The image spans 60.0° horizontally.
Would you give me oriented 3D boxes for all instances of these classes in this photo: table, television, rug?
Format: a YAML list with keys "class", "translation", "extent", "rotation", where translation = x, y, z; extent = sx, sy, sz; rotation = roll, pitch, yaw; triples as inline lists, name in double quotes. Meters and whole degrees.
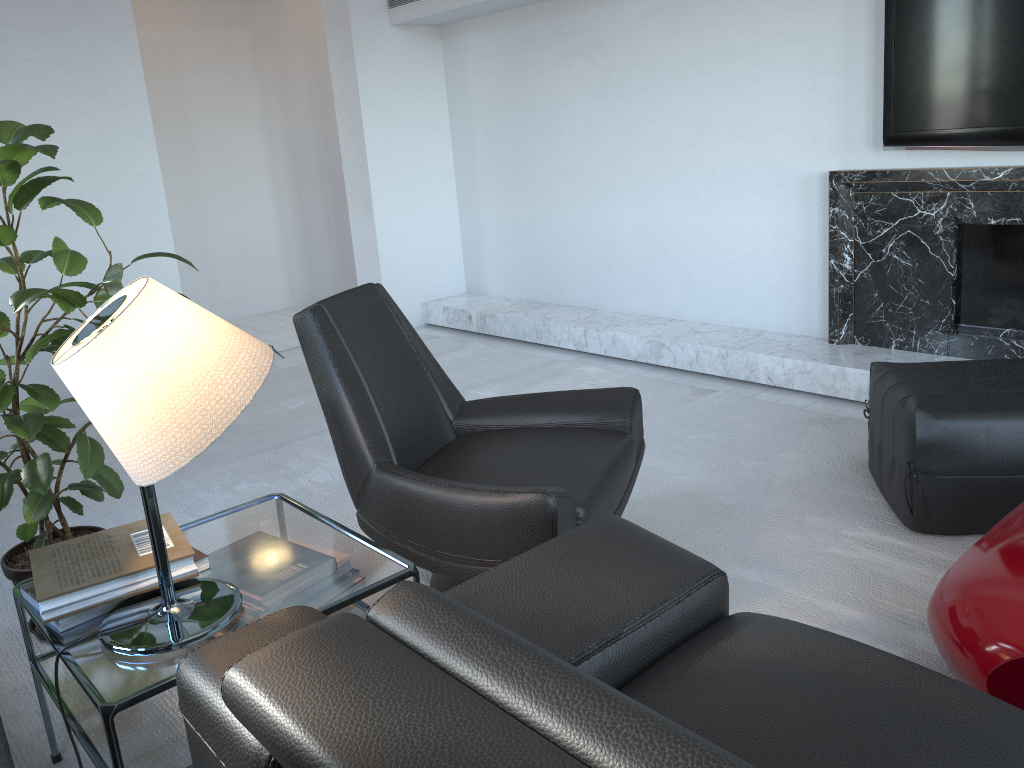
- class: "table"
  translation: [-0.572, 0.572, 1.784]
  extent: [0.596, 0.406, 0.595]
  rotation: [-18, 20, -38]
- class: "television"
  translation: [1.891, -1.205, 3.103]
  extent: [0.129, 0.745, 1.163]
  rotation: [-16, 19, -38]
- class: "table"
  translation: [1.404, 0.476, 1.702]
  extent: [0.947, 0.297, 0.943]
  rotation: [-18, 20, -38]
- class: "rug"
  translation: [0.871, 0.641, 1.819]
  extent: [2.971, 0.032, 7.801]
  rotation: [-18, 20, -38]

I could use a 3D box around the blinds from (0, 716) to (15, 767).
- class: "blinds"
  translation: [-1.474, -0.774, 1.574]
  extent: [0.190, 3.247, 3.225]
  rotation: [-16, 19, -38]

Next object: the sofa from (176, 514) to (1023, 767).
- class: "sofa"
  translation: [0.495, 0.624, 0.886]
  extent: [0.942, 0.611, 1.912]
  rotation: [-17, 20, -38]

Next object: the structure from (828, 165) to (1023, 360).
- class: "structure"
  translation: [2.151, -0.406, 3.464]
  extent: [0.523, 0.915, 1.693]
  rotation: [-17, 19, -38]

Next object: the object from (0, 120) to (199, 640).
- class: "object"
  translation: [-1.179, 0.001, 2.279]
  extent: [0.787, 1.319, 0.538]
  rotation: [-13, 16, -29]

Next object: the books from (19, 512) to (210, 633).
- class: "books"
  translation: [-0.774, 0.359, 1.730]
  extent: [0.322, 0.075, 0.280]
  rotation: [-16, 19, -34]

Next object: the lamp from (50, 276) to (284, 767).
- class: "lamp"
  translation: [-0.490, 0.415, 1.193]
  extent: [0.475, 1.005, 1.177]
  rotation: [-9, 16, -14]

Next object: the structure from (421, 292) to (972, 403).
- class: "structure"
  translation: [1.900, 0.040, 3.329]
  extent: [0.395, 0.133, 7.237]
  rotation: [-18, 20, -38]

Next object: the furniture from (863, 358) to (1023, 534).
- class: "furniture"
  translation: [1.427, 0.160, 2.678]
  extent: [0.598, 0.374, 0.620]
  rotation: [-3, 16, 8]

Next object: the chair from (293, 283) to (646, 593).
- class: "chair"
  translation: [-0.118, 0.143, 2.396]
  extent: [0.804, 0.803, 0.848]
  rotation: [1, 16, 22]
